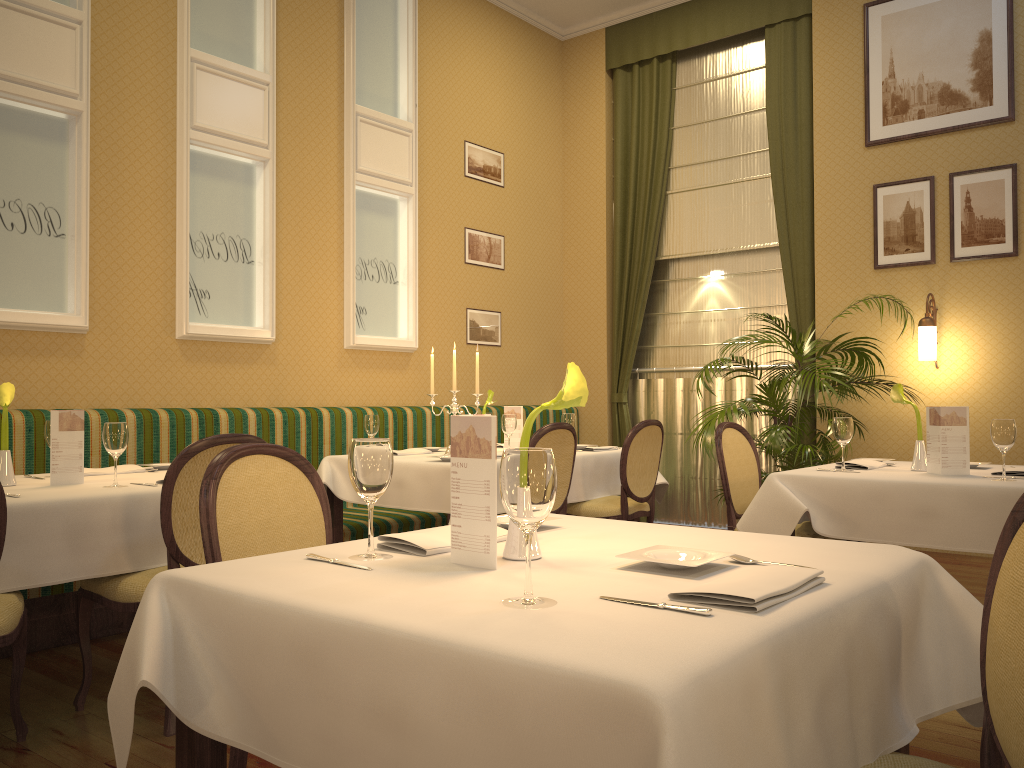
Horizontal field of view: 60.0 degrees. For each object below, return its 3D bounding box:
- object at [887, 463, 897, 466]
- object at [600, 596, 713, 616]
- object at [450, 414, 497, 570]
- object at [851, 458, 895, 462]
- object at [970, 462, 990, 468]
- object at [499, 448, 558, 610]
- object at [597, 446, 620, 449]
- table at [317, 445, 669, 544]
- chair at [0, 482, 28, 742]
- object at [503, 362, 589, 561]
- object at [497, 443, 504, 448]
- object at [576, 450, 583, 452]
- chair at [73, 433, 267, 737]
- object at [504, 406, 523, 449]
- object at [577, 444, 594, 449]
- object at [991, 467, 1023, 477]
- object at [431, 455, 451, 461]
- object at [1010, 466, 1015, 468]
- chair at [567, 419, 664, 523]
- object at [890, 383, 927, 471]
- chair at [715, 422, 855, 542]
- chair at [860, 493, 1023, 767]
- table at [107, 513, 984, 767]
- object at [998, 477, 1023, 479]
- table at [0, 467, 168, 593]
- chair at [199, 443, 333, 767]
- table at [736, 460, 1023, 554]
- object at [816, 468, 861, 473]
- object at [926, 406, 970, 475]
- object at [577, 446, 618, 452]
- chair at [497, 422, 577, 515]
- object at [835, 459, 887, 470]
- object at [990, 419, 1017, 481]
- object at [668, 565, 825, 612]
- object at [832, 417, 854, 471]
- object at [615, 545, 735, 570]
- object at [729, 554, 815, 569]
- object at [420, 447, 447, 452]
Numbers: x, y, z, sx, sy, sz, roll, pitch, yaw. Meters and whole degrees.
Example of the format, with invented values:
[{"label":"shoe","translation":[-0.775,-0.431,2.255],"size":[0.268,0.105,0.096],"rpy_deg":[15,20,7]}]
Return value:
[{"label":"object","translation":[1.677,0.369,4.081],"size":[0.181,0.015,0.038],"rpy_deg":[-1,-2,40]},{"label":"object","translation":[0.204,0.319,1.291],"size":[0.185,0.010,0.017],"rpy_deg":[-1,-1,39]},{"label":"object","translation":[-0.074,0.196,1.658],"size":[0.081,0.277,0.166],"rpy_deg":[0,-1,-5]},{"label":"object","translation":[1.706,0.367,4.190],"size":[0.160,0.024,0.160],"rpy_deg":[-1,-1,39]},{"label":"object","translation":[2.016,0.361,3.921],"size":[0.160,0.024,0.160],"rpy_deg":[-1,-1,39]},{"label":"object","translation":[0.024,0.211,1.320],"size":[0.088,0.229,0.088],"rpy_deg":[0,-1,-9]},{"label":"object","translation":[0.614,0.404,5.647],"size":[0.181,0.015,0.038],"rpy_deg":[-1,-2,40]},{"label":"table","translation":[-0.056,0.782,5.278],"size":[1.385,0.759,2.152],"rpy_deg":[-1,-1,39]},{"label":"chair","translation":[-1.652,0.634,2.459],"size":[0.530,0.955,0.571],"rpy_deg":[0,-1,-26]},{"label":"object","translation":[0.061,0.146,1.690],"size":[0.163,0.375,0.076],"rpy_deg":[-1,-1,16]},{"label":"object","translation":[-0.025,0.404,5.866],"size":[0.142,0.033,0.273],"rpy_deg":[-1,-1,39]},{"label":"object","translation":[0.348,0.401,5.338],"size":[0.185,0.010,0.017],"rpy_deg":[-1,-1,39]},{"label":"chair","translation":[-1.144,0.646,3.096],"size":[0.571,0.955,0.530],"rpy_deg":[-1,-1,39]},{"label":"object","translation":[-0.015,0.271,5.333],"size":[0.081,0.277,0.166],"rpy_deg":[1,-1,-35]},{"label":"object","translation":[0.438,0.401,5.644],"size":[0.160,0.024,0.160],"rpy_deg":[-1,-1,39]},{"label":"object","translation":[2.050,0.355,3.599],"size":[0.142,0.024,0.273],"rpy_deg":[-1,-1,39]},{"label":"object","translation":[-0.323,0.380,4.492],"size":[0.160,0.024,0.160],"rpy_deg":[-1,-1,39]},{"label":"object","translation":[2.209,0.361,3.753],"size":[0.181,0.015,0.038],"rpy_deg":[-1,-2,40]},{"label":"chair","translation":[0.576,0.682,5.175],"size":[0.571,0.955,0.530],"rpy_deg":[-1,-1,39]},{"label":"object","translation":[1.716,0.183,3.816],"size":[0.076,0.375,0.163],"rpy_deg":[0,-1,-29]},{"label":"chair","translation":[1.278,0.660,4.205],"size":[0.571,0.955,0.530],"rpy_deg":[-1,-1,39]},{"label":"chair","translation":[0.538,0.604,1.309],"size":[0.571,0.955,0.530],"rpy_deg":[-1,-1,19]},{"label":"table","translation":[0.128,0.708,1.658],"size":[1.389,0.759,1.395],"rpy_deg":[-1,-2,40]},{"label":"object","translation":[1.899,0.356,3.390],"size":[0.185,0.010,0.017],"rpy_deg":[-1,-1,39]},{"label":"table","translation":[-1.752,0.745,3.178],"size":[1.385,0.759,2.152],"rpy_deg":[-1,-1,39]},{"label":"chair","translation":[-0.413,0.623,2.115],"size":[0.571,0.955,0.530],"rpy_deg":[-1,-1,29]},{"label":"table","translation":[1.823,0.745,3.757],"size":[1.389,0.759,1.395],"rpy_deg":[-1,-2,40]},{"label":"object","translation":[1.377,0.365,3.738],"size":[0.185,0.010,0.017],"rpy_deg":[-1,-2,40]},{"label":"object","translation":[1.753,0.230,3.597],"size":[0.081,0.277,0.166],"rpy_deg":[1,-2,-45]},{"label":"object","translation":[0.519,0.398,5.443],"size":[0.142,0.024,0.273],"rpy_deg":[-1,-1,39]},{"label":"chair","translation":[0.021,0.671,4.541],"size":[0.571,0.955,0.530],"rpy_deg":[-1,-1,39]},{"label":"object","translation":[1.561,0.360,3.961],"size":[0.142,0.033,0.273],"rpy_deg":[-1,-1,39]},{"label":"object","translation":[1.835,0.246,3.310],"size":[0.088,0.229,0.088],"rpy_deg":[0,-1,-3]},{"label":"object","translation":[0.375,0.316,1.397],"size":[0.142,0.024,0.273],"rpy_deg":[-1,-1,39]},{"label":"object","translation":[1.423,0.257,3.811],"size":[0.088,0.229,0.088],"rpy_deg":[0,-1,-3]},{"label":"object","translation":[0.294,0.319,1.597],"size":[0.160,0.024,0.160],"rpy_deg":[-1,-1,39]},{"label":"object","translation":[0.470,0.323,1.600],"size":[0.181,0.015,0.038],"rpy_deg":[-1,-2,40]},{"label":"object","translation":[-0.483,0.398,5.377],"size":[0.160,0.024,0.160],"rpy_deg":[-1,-1,39]}]
